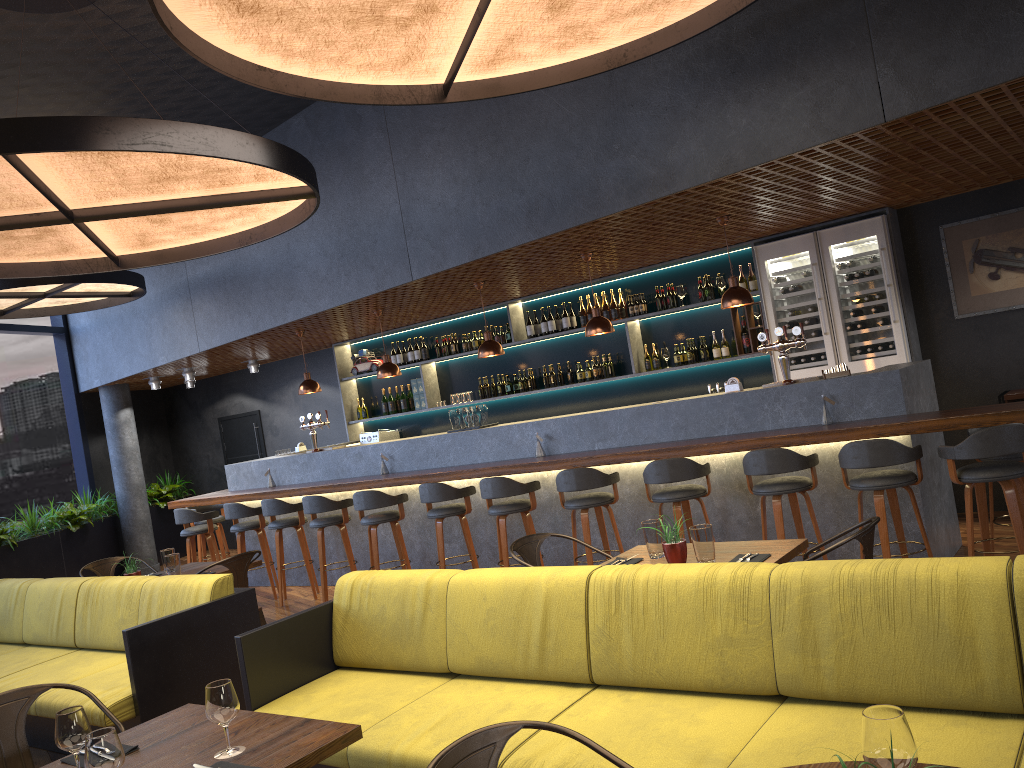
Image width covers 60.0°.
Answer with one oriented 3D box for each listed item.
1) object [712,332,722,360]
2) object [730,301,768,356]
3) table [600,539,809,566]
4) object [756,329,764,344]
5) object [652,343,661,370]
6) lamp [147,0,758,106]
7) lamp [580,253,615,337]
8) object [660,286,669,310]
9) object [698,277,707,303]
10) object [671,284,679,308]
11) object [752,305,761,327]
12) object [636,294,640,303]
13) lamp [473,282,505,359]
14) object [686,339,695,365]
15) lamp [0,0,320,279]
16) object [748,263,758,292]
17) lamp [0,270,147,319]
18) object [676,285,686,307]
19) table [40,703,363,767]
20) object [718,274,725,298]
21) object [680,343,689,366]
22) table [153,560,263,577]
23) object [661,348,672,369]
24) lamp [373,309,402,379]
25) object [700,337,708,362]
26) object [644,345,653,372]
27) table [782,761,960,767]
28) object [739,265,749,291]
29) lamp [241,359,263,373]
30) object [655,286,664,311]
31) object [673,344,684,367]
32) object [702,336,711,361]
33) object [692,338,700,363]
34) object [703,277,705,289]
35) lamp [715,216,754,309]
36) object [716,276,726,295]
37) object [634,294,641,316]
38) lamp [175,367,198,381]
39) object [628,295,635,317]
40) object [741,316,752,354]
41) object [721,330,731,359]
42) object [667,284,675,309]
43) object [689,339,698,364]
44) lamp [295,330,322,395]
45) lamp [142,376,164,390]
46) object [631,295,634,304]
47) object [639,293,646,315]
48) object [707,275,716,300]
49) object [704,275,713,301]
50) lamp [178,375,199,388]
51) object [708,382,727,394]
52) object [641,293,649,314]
[{"bbox_3d":[2.005,-0.378,8.726,0.079,0.281,0.079,-10,-1,10],"label":"object"},{"bbox_3d":[2.290,-0.527,8.466,0.300,0.475,0.161,-10,-1,36],"label":"object"},{"bbox_3d":[0.831,1.204,4.064,0.906,0.763,0.887,-10,-1,36],"label":"table"},{"bbox_3d":[2.370,-0.416,8.423,0.097,0.206,0.097,-9,-1,-14],"label":"object"},{"bbox_3d":[1.476,-0.283,9.121,0.079,0.281,0.079,-10,-1,15],"label":"object"},{"bbox_3d":[-0.131,-2.226,3.667,2.778,1.159,2.778,-10,-1,-4],"label":"lamp"},{"bbox_3d":[0.674,-0.745,7.356,0.250,0.673,0.250,-9,-1,-21],"label":"lamp"},{"bbox_3d":[1.543,-0.869,9.025,0.063,0.254,0.063,-10,-1,-2],"label":"object"},{"bbox_3d":[1.863,-0.926,8.723,0.063,0.254,0.063,-9,-1,-12],"label":"object"},{"bbox_3d":[1.635,-0.885,8.958,0.063,0.254,0.063,-10,-1,23],"label":"object"},{"bbox_3d":[2.332,-0.647,8.426,0.097,0.206,0.097,-9,-1,-14],"label":"object"},{"bbox_3d":[1.313,-0.814,9.163,0.056,0.227,0.056,-10,-1,-2],"label":"object"},{"bbox_3d":[-0.242,-0.583,8.038,0.250,0.673,0.250,-9,-1,-21],"label":"lamp"},{"bbox_3d":[1.760,-0.321,8.792,0.063,0.254,0.063,-10,-1,39],"label":"object"},{"bbox_3d":[-2.616,-1.612,5.053,2.778,1.475,2.778,-10,-1,1],"label":"lamp"},{"bbox_3d":[2.287,-1.014,8.450,0.079,0.281,0.079,-10,-1,5],"label":"object"},{"bbox_3d":[-5.000,-1.402,9.354,1.979,1.093,1.979,-10,-1,0],"label":"lamp"},{"bbox_3d":[1.686,-0.871,8.813,0.097,0.206,0.097,-10,-1,5],"label":"object"},{"bbox_3d":[-1.003,1.495,2.540,0.887,0.763,0.906,-10,-1,36],"label":"table"},{"bbox_3d":[2.053,-0.958,8.711,0.063,0.254,0.063,-10,-1,44],"label":"object"},{"bbox_3d":[1.738,-0.300,8.966,0.088,0.224,0.088,-10,-1,31],"label":"object"},{"bbox_3d":[-2.398,1.775,6.432,0.887,0.763,0.906,-10,-1,36],"label":"table"},{"bbox_3d":[1.565,-0.262,8.991,0.097,0.206,0.097,-10,-1,5],"label":"object"},{"bbox_3d":[-1.273,-0.401,8.806,0.250,0.673,0.250,-9,-1,-21],"label":"lamp"},{"bbox_3d":[1.887,-0.342,8.765,0.063,0.254,0.063,-10,-1,-1],"label":"object"},{"bbox_3d":[1.402,-0.270,9.176,0.079,0.281,0.079,-10,-1,40],"label":"object"},{"bbox_3d":[0.642,1.205,1.425,1.007,0.760,1.007,-9,-1,-16],"label":"table"},{"bbox_3d":[2.211,-1.000,8.506,0.079,0.281,0.079,-9,-1,-45],"label":"object"},{"bbox_3d":[-3.549,-0.244,12.180,0.228,0.172,0.228,-10,-1,36],"label":"lamp"},{"bbox_3d":[1.480,-0.859,8.948,0.063,0.254,0.063,-10,-1,33],"label":"object"},{"bbox_3d":[1.661,-0.288,8.887,0.088,0.224,0.088,-10,-1,6],"label":"object"},{"bbox_3d":[1.929,-0.349,8.837,0.063,0.254,0.063,-10,-1,44],"label":"object"},{"bbox_3d":[1.844,-0.333,8.932,0.063,0.254,0.063,-10,-1,-1],"label":"object"},{"bbox_3d":[1.929,-0.936,8.800,0.063,0.254,0.063,-9,-1,-26],"label":"object"},{"bbox_3d":[1.634,-0.915,6.641,0.250,0.673,0.250,-9,-1,-21],"label":"lamp"},{"bbox_3d":[2.028,-0.932,8.578,0.097,0.206,0.097,-10,-1,5],"label":"object"},{"bbox_3d":[1.278,-0.809,9.113,0.056,0.227,0.056,-10,-1,13],"label":"object"},{"bbox_3d":[-4.265,-0.129,11.707,0.228,0.172,0.228,-10,-1,36],"label":"lamp"},{"bbox_3d":[1.230,-0.801,9.149,0.056,0.227,0.056,-10,-1,-2],"label":"object"},{"bbox_3d":[2.242,-0.472,8.509,0.091,0.369,0.092,-10,-1,5],"label":"object"},{"bbox_3d":[2.080,-0.391,8.670,0.079,0.281,0.079,-10,-1,30],"label":"object"},{"bbox_3d":[1.581,-0.877,8.882,0.063,0.254,0.063,-10,-1,8],"label":"object"},{"bbox_3d":[1.802,-0.327,8.861,0.063,0.254,0.063,-9,-1,-26],"label":"object"},{"bbox_3d":[-2.220,-0.234,9.511,0.250,0.673,0.250,-10,-1,24],"label":"lamp"},{"bbox_3d":[-4.917,-0.013,12.214,0.228,0.172,0.228,-10,-1,36],"label":"lamp"},{"bbox_3d":[1.266,-0.806,9.198,0.056,0.227,0.056,-10,-1,38],"label":"object"},{"bbox_3d":[1.327,-0.818,9.077,0.056,0.227,0.056,-10,-1,23],"label":"object"},{"bbox_3d":[1.950,-0.941,8.708,0.063,0.254,0.063,-10,-1,-1],"label":"object"},{"bbox_3d":[1.903,-0.934,8.618,0.063,0.254,0.063,-9,-1,-26],"label":"object"},{"bbox_3d":[-4.749,-0.032,13.074,0.228,0.172,0.228,-10,-1,36],"label":"lamp"},{"bbox_3d":[2.101,0.224,8.738,0.310,0.492,0.204,-10,-1,36],"label":"object"},{"bbox_3d":[1.362,-0.823,9.126,0.056,0.227,0.056,-10,-1,38],"label":"object"}]
